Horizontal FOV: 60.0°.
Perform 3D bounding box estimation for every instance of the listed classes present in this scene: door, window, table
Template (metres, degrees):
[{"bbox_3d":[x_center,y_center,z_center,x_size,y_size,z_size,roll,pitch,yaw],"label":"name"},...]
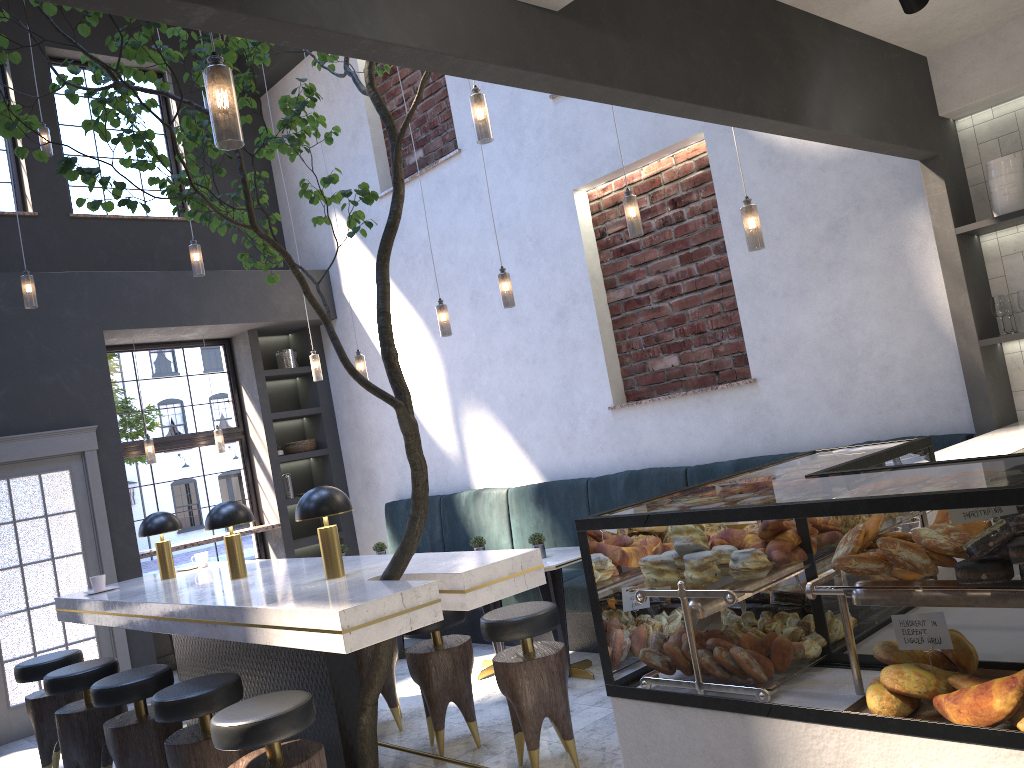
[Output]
[{"bbox_3d":[-3.596,1.487,6.753,1.131,2.218,0.152,-8,-4,-43],"label":"door"},{"bbox_3d":[-0.414,-1.377,2.896,6.401,5.362,12.723,-8,-4,-43],"label":"window"},{"bbox_3d":[-1.377,1.691,4.401,4.596,0.751,4.835,-7,-4,-43],"label":"table"}]

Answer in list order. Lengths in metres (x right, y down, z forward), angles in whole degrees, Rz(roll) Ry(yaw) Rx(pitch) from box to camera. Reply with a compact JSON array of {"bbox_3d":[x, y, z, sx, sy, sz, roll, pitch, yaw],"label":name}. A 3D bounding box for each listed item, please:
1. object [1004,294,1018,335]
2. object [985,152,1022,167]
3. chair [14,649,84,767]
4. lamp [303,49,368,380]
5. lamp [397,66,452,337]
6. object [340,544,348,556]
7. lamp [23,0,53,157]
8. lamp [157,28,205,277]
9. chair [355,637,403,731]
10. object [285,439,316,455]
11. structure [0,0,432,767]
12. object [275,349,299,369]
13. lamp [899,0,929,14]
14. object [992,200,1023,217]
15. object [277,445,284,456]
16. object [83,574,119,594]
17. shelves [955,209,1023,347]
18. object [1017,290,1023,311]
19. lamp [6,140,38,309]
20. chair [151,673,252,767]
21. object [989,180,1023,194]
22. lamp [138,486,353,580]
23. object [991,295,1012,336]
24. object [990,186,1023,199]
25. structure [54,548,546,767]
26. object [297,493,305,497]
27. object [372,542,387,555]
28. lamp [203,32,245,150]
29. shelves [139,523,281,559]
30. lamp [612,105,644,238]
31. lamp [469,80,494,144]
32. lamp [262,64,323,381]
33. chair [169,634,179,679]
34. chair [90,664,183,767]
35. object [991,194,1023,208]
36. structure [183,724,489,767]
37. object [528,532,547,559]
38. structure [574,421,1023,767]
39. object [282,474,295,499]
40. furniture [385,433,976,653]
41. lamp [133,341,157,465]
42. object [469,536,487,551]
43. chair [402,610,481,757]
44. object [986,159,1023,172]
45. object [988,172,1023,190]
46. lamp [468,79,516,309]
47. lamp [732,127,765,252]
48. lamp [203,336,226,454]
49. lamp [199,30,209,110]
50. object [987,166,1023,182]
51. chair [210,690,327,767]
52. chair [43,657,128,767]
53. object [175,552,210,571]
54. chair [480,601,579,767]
[{"bbox_3d":[2.411,-0.337,4.302,0.070,0.188,0.070,-13,-4,38],"label":"object"},{"bbox_3d":[2.322,-1.042,4.186,0.153,0.070,0.153,-11,-3,4],"label":"object"},{"bbox_3d":[-2.704,1.993,5.282,0.372,0.737,0.371,-10,-3,1],"label":"chair"},{"bbox_3d":[-1.531,-2.022,7.041,0.078,4.103,0.078,-12,-3,32],"label":"lamp"},{"bbox_3d":[-0.823,-2.348,6.233,0.078,4.103,0.078,-11,-3,10],"label":"lamp"},{"bbox_3d":[-1.398,1.394,7.275,0.123,0.165,0.118,-12,-3,25],"label":"object"},{"bbox_3d":[-4.021,-3.814,7.065,0.078,4.103,0.078,-12,-3,32],"label":"lamp"},{"bbox_3d":[-2.566,-2.777,6.324,0.078,4.103,0.078,-12,-3,32],"label":"lamp"},{"bbox_3d":[-0.833,1.641,5.131,0.372,0.737,0.371,-10,-3,1],"label":"chair"},{"bbox_3d":[-2.138,0.639,8.994,0.304,0.123,0.305,-9,-3,-22],"label":"object"},{"bbox_3d":[-1.079,-1.043,4.076,3.744,5.986,2.808,-10,-3,1],"label":"structure"},{"bbox_3d":[-2.294,-0.240,9.061,0.213,0.215,0.213,-8,-4,-33],"label":"object"},{"bbox_3d":[1.346,-1.387,3.026,0.088,0.235,0.157,-13,-4,41],"label":"lamp"},{"bbox_3d":[2.356,-0.819,4.184,0.153,0.055,0.153,-11,-3,9],"label":"object"},{"bbox_3d":[-2.324,0.663,8.790,0.117,0.119,0.116,-12,-3,23],"label":"object"},{"bbox_3d":[-2.536,1.229,5.456,0.175,0.098,0.205,-8,-4,-38],"label":"object"},{"bbox_3d":[3.478,-0.771,3.026,0.300,0.580,3.604,-8,-4,-43],"label":"shelves"},{"bbox_3d":[2.409,-0.346,4.141,0.070,0.188,0.070,-13,-4,38],"label":"object"},{"bbox_3d":[-3.623,-2.533,6.100,0.078,4.103,0.078,-12,-3,32],"label":"lamp"},{"bbox_3d":[-1.282,1.645,3.769,0.371,0.737,0.371,-10,-3,-15],"label":"chair"},{"bbox_3d":[2.342,-0.916,4.186,0.153,0.075,0.154,-11,-3,15],"label":"object"},{"bbox_3d":[0.199,-1.097,1.712,8.843,3.255,4.181,-12,-4,30],"label":"lamp"},{"bbox_3d":[2.331,-0.327,4.227,0.070,0.188,0.070,-13,-4,38],"label":"object"},{"bbox_3d":[2.349,-0.884,4.187,0.153,0.062,0.153,-10,-3,-13],"label":"object"},{"bbox_3d":[-1.299,1.539,4.656,0.989,1.050,3.494,-8,-4,-43],"label":"structure"},{"bbox_3d":[-2.074,1.102,8.822,0.131,0.026,0.130,-12,-4,30],"label":"object"},{"bbox_3d":[-1.013,1.299,6.848,0.123,0.165,0.118,-12,-3,25],"label":"object"},{"bbox_3d":[-1.156,-2.680,2.563,0.078,4.103,0.078,-10,-3,-13],"label":"lamp"},{"bbox_3d":[-3.943,1.593,7.141,4.400,0.043,0.385,-7,-4,-43],"label":"shelves"},{"bbox_3d":[0.311,-2.826,4.945,0.078,4.103,0.078,-12,-3,32],"label":"lamp"},{"bbox_3d":[-0.495,-3.139,4.204,0.078,4.103,0.078,-10,-3,-13],"label":"lamp"},{"bbox_3d":[-1.995,-2.045,7.535,0.078,4.103,0.078,-12,-3,32],"label":"lamp"},{"bbox_3d":[-2.835,2.113,7.692,0.372,0.821,0.370,-11,-3,10],"label":"chair"},{"bbox_3d":[-1.769,1.763,4.259,0.372,0.737,0.371,-10,-3,1],"label":"chair"},{"bbox_3d":[2.353,-0.855,4.185,0.152,0.073,0.154,-8,-4,-40],"label":"object"},{"bbox_3d":[-1.223,1.952,4.636,0.495,0.210,3.502,-8,-4,-43],"label":"structure"},{"bbox_3d":[0.164,1.008,5.543,0.123,0.165,0.118,-12,-3,25],"label":"object"},{"bbox_3d":[3.362,0.356,1.180,3.203,1.299,5.812,-8,-4,-43],"label":"structure"},{"bbox_3d":[-2.211,1.011,8.755,0.098,0.247,0.098,-10,-3,-3],"label":"object"},{"bbox_3d":[-1.441,1.502,4.444,6.017,1.150,5.346,-7,-4,-43],"label":"furniture"},{"bbox_3d":[-3.361,0.014,7.997,0.078,1.428,0.078,-11,-3,10],"label":"lamp"},{"bbox_3d":[-0.221,1.103,5.969,0.123,0.165,0.118,-12,-3,25],"label":"object"},{"bbox_3d":[-0.369,1.526,4.616,0.372,0.737,0.371,-10,-3,1],"label":"chair"},{"bbox_3d":[2.329,-1.010,4.187,0.153,0.067,0.153,-11,-3,3],"label":"object"},{"bbox_3d":[2.336,-0.945,4.186,0.153,0.060,0.153,-12,-4,30],"label":"object"},{"bbox_3d":[-0.387,-2.504,5.742,0.078,4.103,0.078,-11,-3,10],"label":"lamp"},{"bbox_3d":[0.823,-2.670,4.419,0.078,4.103,0.078,-12,-3,32],"label":"lamp"},{"bbox_3d":[-2.883,-0.048,8.443,0.078,1.428,0.078,-10,-3,-13],"label":"lamp"},{"bbox_3d":[-1.881,-3.401,4.584,0.078,4.103,0.078,-12,-3,32],"label":"lamp"},{"bbox_3d":[2.332,-0.980,4.186,0.154,0.076,0.153,-9,-3,-21],"label":"object"},{"bbox_3d":[-0.849,1.534,3.223,0.372,0.737,0.371,-10,-3,1],"label":"chair"},{"bbox_3d":[-2.249,1.879,4.747,0.372,0.737,0.370,-13,-4,38],"label":"chair"},{"bbox_3d":[-2.116,1.177,5.890,0.302,0.097,0.175,-13,-4,38],"label":"object"},{"bbox_3d":[0.095,1.411,4.101,0.372,0.737,0.371,-10,-3,1],"label":"chair"}]
